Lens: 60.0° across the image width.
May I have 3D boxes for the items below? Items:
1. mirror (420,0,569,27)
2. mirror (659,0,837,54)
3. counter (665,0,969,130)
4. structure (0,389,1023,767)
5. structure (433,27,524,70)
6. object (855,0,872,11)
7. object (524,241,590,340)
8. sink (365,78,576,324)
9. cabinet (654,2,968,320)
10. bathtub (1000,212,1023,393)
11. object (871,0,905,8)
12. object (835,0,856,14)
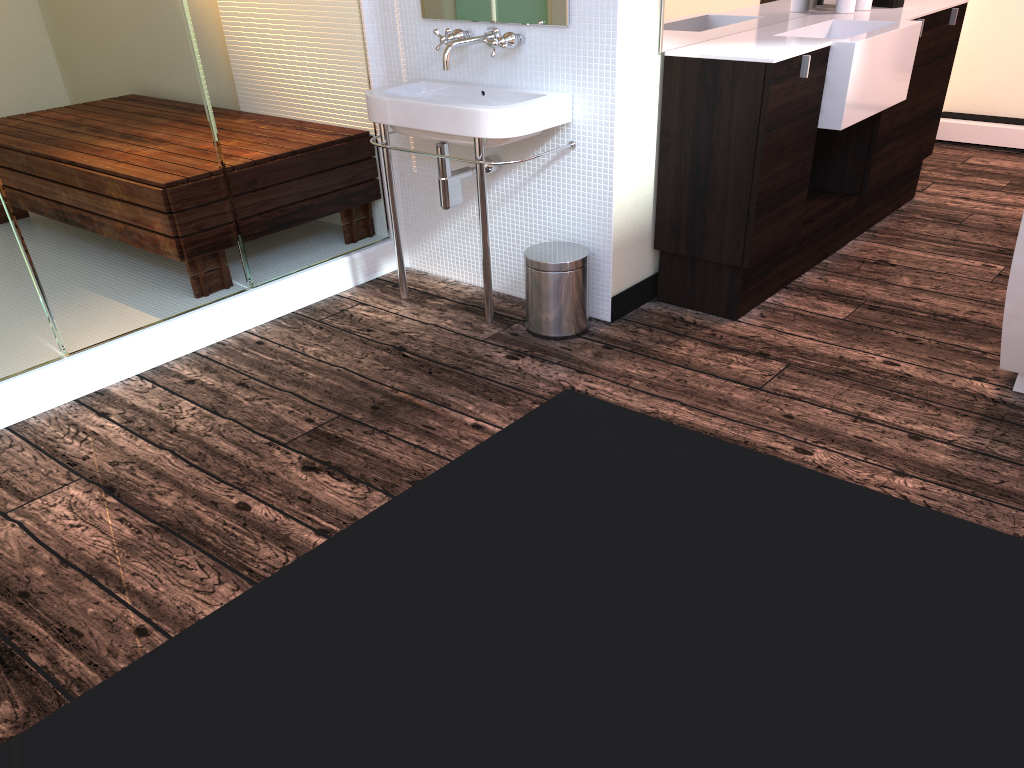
[{"bbox_3d":[-0.090,-1.818,2.454,0.600,1.300,0.011,21,39,33],"label":"mirror"},{"bbox_3d":[1.446,-2.599,3.284,0.011,1.877,3.198,22,39,34],"label":"mirror"},{"bbox_3d":[1.237,-1.336,3.302,0.439,0.301,1.835,22,39,34],"label":"counter"},{"bbox_3d":[0.164,0.670,0.771,0.863,0.876,0.792,21,39,34],"label":"structure"},{"bbox_3d":[-0.128,-1.168,2.756,0.296,0.124,0.234,21,38,34],"label":"structure"},{"bbox_3d":[1.387,-1.708,3.495,0.073,0.125,0.072,18,37,30],"label":"object"},{"bbox_3d":[0.153,-0.352,3.001,0.223,0.312,0.219,0,32,5],"label":"object"},{"bbox_3d":[-0.157,-0.687,3.026,0.676,0.799,0.342,21,39,33],"label":"sink"},{"bbox_3d":[1.228,-1.063,3.494,0.383,0.939,1.835,22,39,34],"label":"cabinet"},{"bbox_3d":[2.244,-0.565,2.760,0.793,0.706,2.191,22,39,34],"label":"bathtub"},{"bbox_3d":[1.513,-1.773,3.539,0.067,0.181,0.115,-17,35,-22],"label":"object"},{"bbox_3d":[1.296,-1.692,3.409,0.073,0.194,0.079,-8,32,-8],"label":"object"}]
